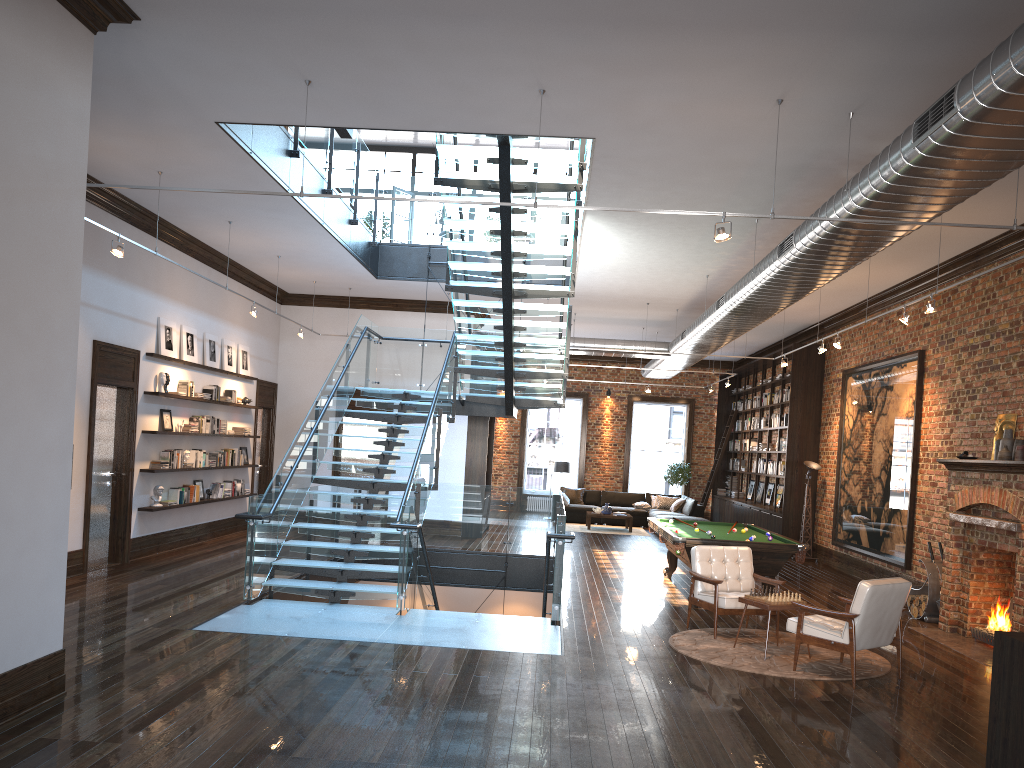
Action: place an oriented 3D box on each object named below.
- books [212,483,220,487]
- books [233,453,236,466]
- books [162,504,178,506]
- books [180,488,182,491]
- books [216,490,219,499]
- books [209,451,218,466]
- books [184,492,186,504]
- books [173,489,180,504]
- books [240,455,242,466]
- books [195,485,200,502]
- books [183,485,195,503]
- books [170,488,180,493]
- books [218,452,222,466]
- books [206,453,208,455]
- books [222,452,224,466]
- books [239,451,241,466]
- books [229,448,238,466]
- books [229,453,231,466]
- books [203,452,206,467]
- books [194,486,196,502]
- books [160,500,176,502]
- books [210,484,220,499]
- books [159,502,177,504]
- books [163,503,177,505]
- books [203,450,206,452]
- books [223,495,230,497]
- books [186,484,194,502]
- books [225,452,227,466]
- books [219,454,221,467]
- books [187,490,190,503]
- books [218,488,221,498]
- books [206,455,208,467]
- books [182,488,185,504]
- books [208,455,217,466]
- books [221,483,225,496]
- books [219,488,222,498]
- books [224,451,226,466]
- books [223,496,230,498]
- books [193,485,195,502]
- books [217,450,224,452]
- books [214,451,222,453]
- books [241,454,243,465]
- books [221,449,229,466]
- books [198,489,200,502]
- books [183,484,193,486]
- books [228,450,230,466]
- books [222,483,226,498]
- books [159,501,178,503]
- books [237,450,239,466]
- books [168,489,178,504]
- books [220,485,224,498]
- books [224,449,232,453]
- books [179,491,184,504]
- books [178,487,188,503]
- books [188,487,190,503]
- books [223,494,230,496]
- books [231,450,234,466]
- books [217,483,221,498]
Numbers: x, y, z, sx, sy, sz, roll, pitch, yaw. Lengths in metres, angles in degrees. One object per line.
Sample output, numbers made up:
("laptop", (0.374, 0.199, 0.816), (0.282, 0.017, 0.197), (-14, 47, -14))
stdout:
("books", (-4.661, 1.671, 13.875), (0.137, 0.228, 0.138), (3, -1, 3))
("books", (-4.578, 1.218, 14.402), (0.166, 0.214, 0.027), (3, 1, 3))
("books", (-4.739, 1.659, 12.219), (0.141, 0.011, 0.287), (3, -4, 5))
("books", (-4.724, 1.576, 12.516), (0.114, 0.220, 0.022), (3, 1, 3))
("books", (-4.655, 1.709, 13.834), (0.136, 0.155, 0.104), (3, -1, 3))
("books", (-4.630, 1.161, 13.755), (0.142, 0.228, 0.014), (3, 1, 3))
("books", (-4.697, 1.607, 12.552), (0.166, 0.168, 0.029), (3, 1, 3))
("books", (-4.720, 1.573, 12.391), (0.132, 0.210, 0.024), (3, 1, 3))
("books", (-4.565, 1.260, 14.677), (0.169, 0.169, 0.017), (3, 1, 3))
("books", (-4.676, 1.603, 13.013), (0.168, 0.242, 0.026), (3, 1, 3))
("books", (-4.688, 1.588, 12.815), (0.176, 0.244, 0.082), (3, 0, 3))
("books", (-4.725, 1.566, 12.419), (0.126, 0.226, 0.031), (3, 1, 3))
("books", (-4.606, 1.174, 13.835), (0.164, 0.216, 0.012), (3, 1, 3))
("books", (-4.650, 1.140, 13.367), (0.143, 0.214, 0.042), (3, 1, 3))
("books", (-4.618, 1.181, 14.030), (0.115, 0.229, 0.025), (3, 1, 3))
("books", (-4.566, 1.219, 14.633), (0.169, 0.246, 0.013), (3, 1, 3))
("books", (-4.579, 1.195, 14.558), (0.145, 0.282, 0.006), (3, 1, 3))
("books", (-4.602, 1.211, 14.267), (0.159, 0.205, 0.015), (3, 1, 3))
("books", (-4.657, 1.129, 13.295), (0.142, 0.224, 0.012), (3, 1, 3))
("books", (-4.694, 1.603, 12.958), (0.147, 0.233, 0.036), (3, 1, 3))
("books", (-4.740, 1.616, 12.219), (0.142, 0.011, 0.255), (3, -4, 4))
("books", (-4.657, 1.671, 13.837), (0.141, 0.224, 0.136), (3, -1, 3))
("books", (-4.738, 1.637, 12.219), (0.142, 0.011, 0.256), (3, -4, 0))
("books", (-4.742, 1.648, 12.219), (0.142, 0.011, 0.255), (3, -4, 4))
("books", (-4.664, 1.117, 13.307), (0.124, 0.249, 0.010), (3, 1, 3))
("books", (-4.647, 1.798, 14.248), (0.142, 0.011, 0.256), (3, -4, 5))
("books", (-4.698, 1.590, 12.901), (0.128, 0.251, 0.025), (3, 1, 3))
("books", (-4.619, 1.191, 14.132), (0.142, 0.224, 0.014), (3, 1, 3))
("books", (-4.616, 1.180, 13.786), (0.163, 0.198, 0.029), (3, 1, 3))
("books", (-4.699, 1.610, 12.711), (0.152, 0.183, 0.030), (3, 1, 3))
("books", (-4.651, 1.713, 13.930), (0.137, 0.158, 0.108), (3, -1, 3))
("books", (-4.641, 1.154, 13.349), (0.138, 0.184, 0.053), (3, 0, 3))
("books", (-4.707, 1.578, 12.532), (0.152, 0.221, 0.011), (3, 1, 3))
("books", (-4.641, 1.185, 13.724), (0.128, 0.176, 0.050), (3, 0, 3))
("books", (-4.645, 1.687, 14.020), (0.157, 0.233, 0.107), (3, 0, 3))
("books", (-4.653, 1.716, 13.970), (0.152, 0.164, 0.079), (3, 0, 3))
("books", (-4.611, 1.182, 14.074), (0.136, 0.235, 0.014), (3, 1, 3))
("books", (-4.644, 1.809, 14.248), (0.142, 0.011, 0.257), (3, -4, -1))
("books", (-4.702, 1.596, 12.927), (0.136, 0.243, 0.026), (3, 1, 3))
("books", (-4.626, 1.174, 14.055), (0.095, 0.246, 0.025), (3, 1, 3))
("books", (-4.619, 1.171, 13.879), (0.133, 0.228, 0.025), (3, 1, 3))
("books", (-4.565, 1.262, 14.801), (0.156, 0.186, 0.051), (3, 0, 3))
("books", (-4.601, 1.180, 14.209), (0.128, 0.259, 0.035), (3, 1, 3))
("books", (-4.690, 1.636, 13.075), (0.159, 0.184, 0.011), (3, 1, 3))
("books", (-4.708, 1.587, 12.872), (0.141, 0.252, 0.012), (3, 1, 3))
("books", (-4.597, 1.183, 14.234), (0.128, 0.259, 0.035), (3, 1, 3))
("books", (-4.636, 1.685, 14.040), (0.165, 0.235, 0.094), (3, 0, 3))
("books", (-4.735, 1.627, 12.218), (0.141, 0.011, 0.288), (3, -4, 6))
("books", (-4.582, 1.211, 14.589), (0.169, 0.254, 0.035), (3, 1, 3))
("books", (-4.727, 1.574, 12.373), (0.131, 0.203, 0.011), (3, 1, 3))
("books", (-4.641, 1.695, 13.996), (0.151, 0.207, 0.085), (3, 0, 3))
("books", (-4.597, 1.185, 14.284), (0.144, 0.260, 0.019), (3, 1, 3))
("books", (-4.699, 1.591, 12.448), (0.167, 0.184, 0.029), (3, 1, 3))
("books", (-4.706, 1.585, 12.666), (0.140, 0.226, 0.060), (3, 0, 3))
("books", (-4.707, 1.594, 12.764), (0.136, 0.222, 0.021), (3, 1, 3))
("books", (-4.648, 1.777, 14.248), (0.141, 0.011, 0.286), (3, -4, 2))
("books", (-4.582, 1.191, 14.348), (0.161, 0.259, 0.019), (3, 1, 3))
("books", (-4.658, 1.670, 13.888), (0.146, 0.234, 0.142), (3, -1, 3))
